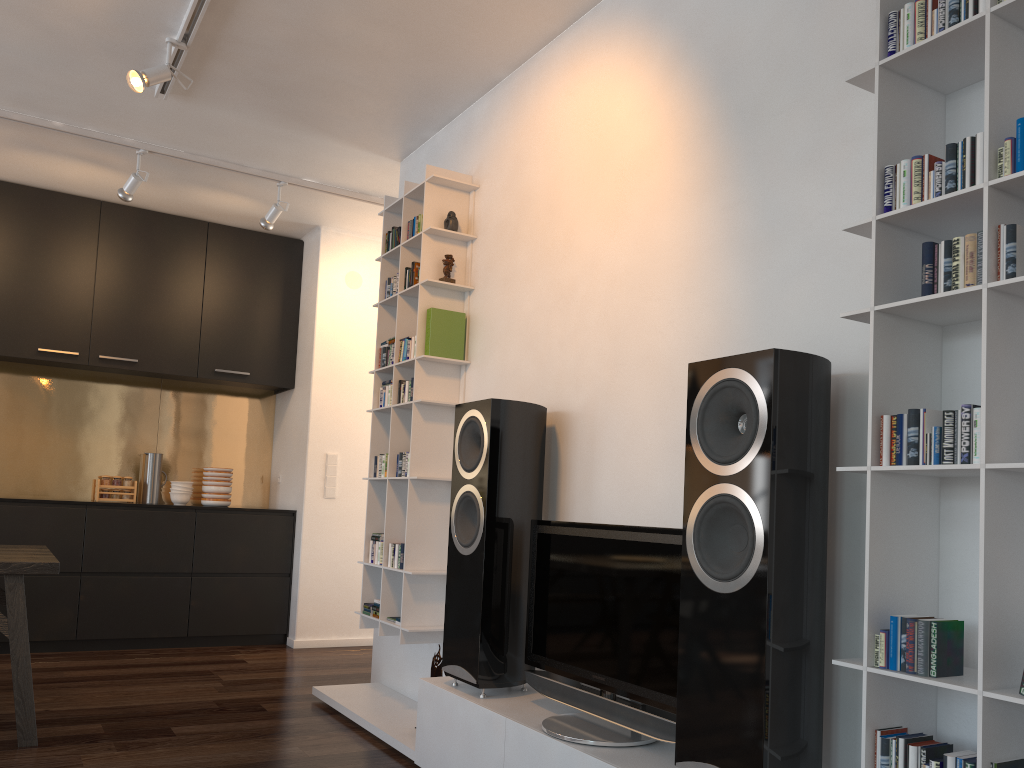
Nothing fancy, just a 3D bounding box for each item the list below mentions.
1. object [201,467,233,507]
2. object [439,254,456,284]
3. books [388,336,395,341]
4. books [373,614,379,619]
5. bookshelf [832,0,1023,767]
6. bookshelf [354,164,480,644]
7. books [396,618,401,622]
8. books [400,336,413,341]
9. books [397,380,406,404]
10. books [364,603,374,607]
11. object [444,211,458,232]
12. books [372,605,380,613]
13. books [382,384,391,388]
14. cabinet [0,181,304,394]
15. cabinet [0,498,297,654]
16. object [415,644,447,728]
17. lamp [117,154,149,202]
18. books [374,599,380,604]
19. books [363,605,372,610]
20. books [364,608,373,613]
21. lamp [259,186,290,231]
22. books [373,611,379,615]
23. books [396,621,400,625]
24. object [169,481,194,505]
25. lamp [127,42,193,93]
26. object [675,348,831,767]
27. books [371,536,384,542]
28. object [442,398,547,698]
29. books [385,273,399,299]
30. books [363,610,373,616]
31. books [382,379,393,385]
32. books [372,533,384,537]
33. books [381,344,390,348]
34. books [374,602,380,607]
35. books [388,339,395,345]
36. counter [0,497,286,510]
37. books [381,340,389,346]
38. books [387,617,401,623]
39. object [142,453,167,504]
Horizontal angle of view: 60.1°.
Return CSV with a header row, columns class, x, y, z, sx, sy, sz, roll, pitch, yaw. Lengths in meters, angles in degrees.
class,x,y,z,sx,sy,sz,roll,pitch,yaw
object,-2.046,0.716,6.135,0.198,0.263,0.199,-1,-7,34
object,-0.278,-0.499,3.856,0.064,0.139,0.045,6,-6,-39
books,-0.511,-0.207,4.097,0.093,0.014,0.112,7,-9,-30
books,-0.580,1.054,4.009,0.069,0.016,0.107,7,-9,-30
bookshelf,1.317,-0.244,1.032,0.227,2.061,2.093,5,-6,-30
bookshelf,-0.446,0.105,4.055,0.227,2.062,0.641,5,-5,-30
books,-0.451,1.018,3.803,0.070,0.013,0.093,6,-9,-24
books,-0.454,-0.200,3.991,0.069,0.008,0.108,7,-9,-30
books,-0.480,0.044,4.014,0.074,0.115,0.029,6,-5,-30
books,-0.637,1.027,4.108,0.069,0.009,0.108,7,-9,-30
object,-0.266,-0.706,3.872,0.064,0.100,0.060,-1,-6,37
books,-0.583,1.021,4.009,0.069,0.023,0.107,7,-9,-30
books,-0.554,0.013,4.196,0.093,0.012,0.112,7,-9,-30
cabinet,-2.446,-0.577,5.899,1.962,1.044,0.533,7,-6,-30
cabinet,-3.820,1.041,4.920,5.080,0.895,0.735,7,-7,-30
object,-0.286,1.219,3.541,0.122,0.348,0.213,5,-6,-29
lamp,-1.996,-1.098,4.710,0.251,0.238,0.085,-1,-6,31
books,-0.575,0.988,4.007,0.070,0.013,0.092,7,-9,-30
books,-0.641,1.037,4.111,0.070,0.015,0.093,7,-9,-30
books,-0.640,1.050,4.110,0.070,0.013,0.092,7,-9,-30
lamp,-1.348,-1.014,5.088,0.251,0.238,0.085,-2,-6,36
books,-0.578,1.038,4.003,0.070,0.013,0.092,7,-9,-30
books,-0.451,1.032,3.807,0.070,0.013,0.092,7,-9,-30
object,-2.258,0.743,6.036,0.158,0.159,0.155,3,-6,-2
lamp,-1.394,-1.242,3.505,0.085,0.238,0.252,-1,-7,42
object,0.587,0.448,2.049,0.281,0.997,0.295,5,-5,-30
books,-0.607,0.724,4.136,0.069,0.023,0.107,7,-9,-30
object,-0.044,0.573,3.131,0.281,0.997,0.295,5,-5,-30
books,-0.514,-0.453,4.172,0.109,0.112,0.222,6,-8,-30
books,-0.642,1.064,4.108,0.074,0.015,0.099,7,-9,-30
books,-0.552,-0.002,4.200,0.096,0.022,0.112,7,-9,-30
books,-0.591,0.708,4.145,0.093,0.012,0.112,7,-9,-30
books,-0.576,-0.176,4.208,0.070,0.013,0.092,7,-9,-30
books,-0.576,1.001,4.005,0.070,0.013,0.092,7,-9,-30
books,-0.519,-0.194,4.092,0.069,0.017,0.108,7,-9,-30
counter,-3.799,0.596,4.950,5.078,0.002,0.735,7,-9,-30
books,-0.576,-0.190,4.204,0.070,0.013,0.093,6,-9,-24
books,-0.490,1.045,3.918,0.093,0.012,0.112,7,-9,-30
object,-2.426,0.642,6.007,0.165,0.338,0.114,5,-5,-27
